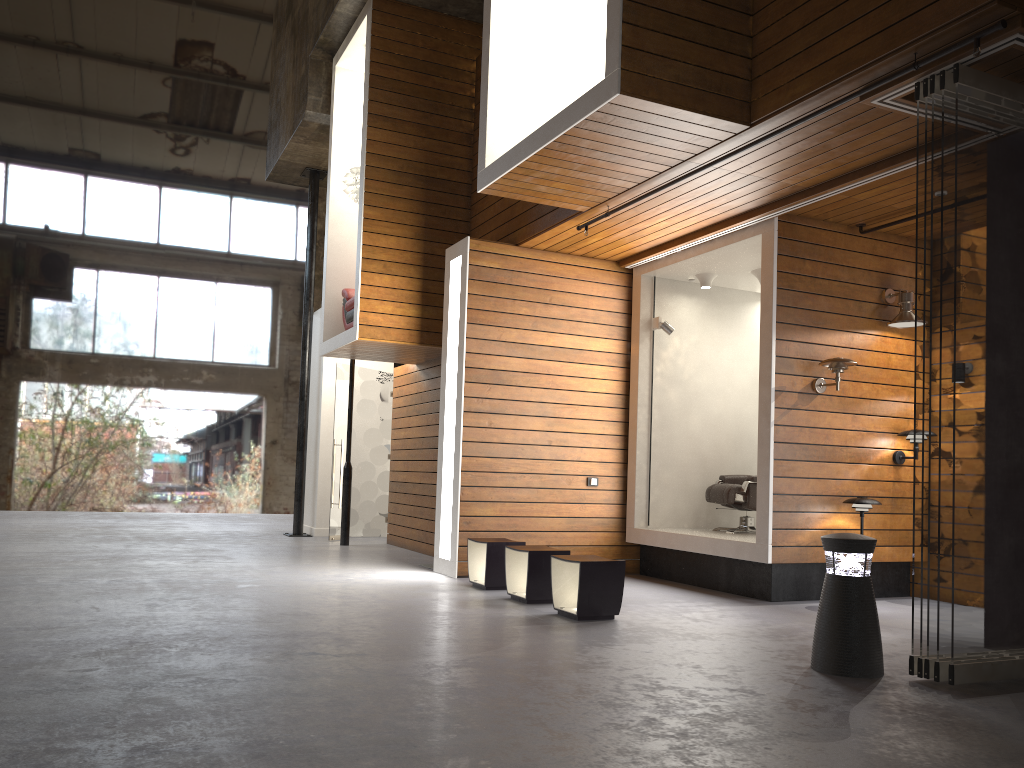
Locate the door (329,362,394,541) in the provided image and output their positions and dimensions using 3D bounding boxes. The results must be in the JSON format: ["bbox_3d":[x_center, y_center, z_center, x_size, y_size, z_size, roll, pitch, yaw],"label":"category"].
[{"bbox_3d":[-2.015,0.933,11.999,0.146,2.298,1.290,0,-4,28],"label":"door"}]

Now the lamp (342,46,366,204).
[{"bbox_3d":[-1.580,-2.858,9.737,0.512,1.769,0.489,0,-4,29],"label":"lamp"}]

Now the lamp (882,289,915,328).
[{"bbox_3d":[3.212,-0.642,7.258,0.295,0.330,0.347,4,-5,-23],"label":"lamp"}]

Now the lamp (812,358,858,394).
[{"bbox_3d":[2.516,-0.072,6.904,0.288,0.270,0.352,4,-5,-25],"label":"lamp"}]

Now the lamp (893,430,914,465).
[{"bbox_3d":[3.297,0.514,7.264,0.288,0.296,0.327,4,-5,-25],"label":"lamp"}]

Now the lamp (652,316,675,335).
[{"bbox_3d":[1.448,-0.557,8.524,0.249,0.188,0.130,-1,-5,34],"label":"lamp"}]

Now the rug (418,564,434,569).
[{"bbox_3d":[-0.128,1.852,9.006,1.579,0.014,0.541,5,-6,-25],"label":"rug"}]

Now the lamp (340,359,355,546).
[{"bbox_3d":[-2.014,0.595,10.977,0.630,2.939,0.632,1,-3,16],"label":"lamp"}]

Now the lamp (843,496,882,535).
[{"bbox_3d":[2.706,1.301,6.857,0.288,0.860,0.288,5,-4,-39],"label":"lamp"}]

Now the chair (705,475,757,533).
[{"bbox_3d":[2.333,0.879,8.431,0.825,1.068,0.757,3,-4,-10],"label":"chair"}]

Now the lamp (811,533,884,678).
[{"bbox_3d":[1.715,1.110,4.523,0.348,0.694,0.349,3,-4,-19],"label":"lamp"}]

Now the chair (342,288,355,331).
[{"bbox_3d":[-1.289,-0.956,9.751,0.954,0.935,1.203,4,-5,-25],"label":"chair"}]
